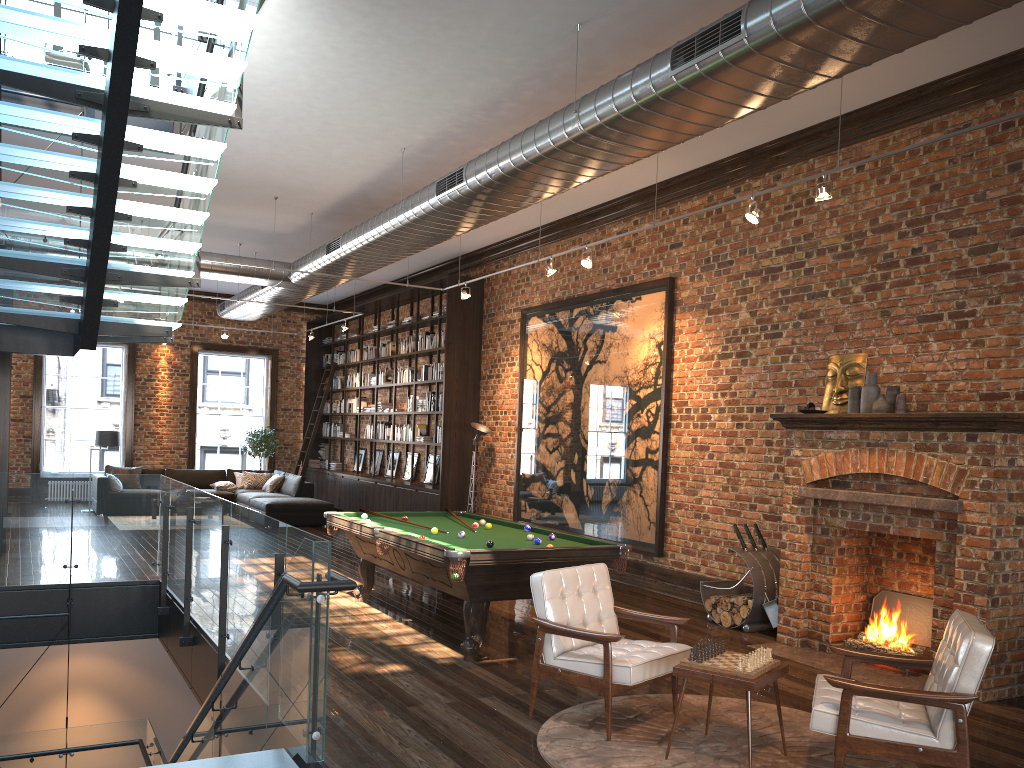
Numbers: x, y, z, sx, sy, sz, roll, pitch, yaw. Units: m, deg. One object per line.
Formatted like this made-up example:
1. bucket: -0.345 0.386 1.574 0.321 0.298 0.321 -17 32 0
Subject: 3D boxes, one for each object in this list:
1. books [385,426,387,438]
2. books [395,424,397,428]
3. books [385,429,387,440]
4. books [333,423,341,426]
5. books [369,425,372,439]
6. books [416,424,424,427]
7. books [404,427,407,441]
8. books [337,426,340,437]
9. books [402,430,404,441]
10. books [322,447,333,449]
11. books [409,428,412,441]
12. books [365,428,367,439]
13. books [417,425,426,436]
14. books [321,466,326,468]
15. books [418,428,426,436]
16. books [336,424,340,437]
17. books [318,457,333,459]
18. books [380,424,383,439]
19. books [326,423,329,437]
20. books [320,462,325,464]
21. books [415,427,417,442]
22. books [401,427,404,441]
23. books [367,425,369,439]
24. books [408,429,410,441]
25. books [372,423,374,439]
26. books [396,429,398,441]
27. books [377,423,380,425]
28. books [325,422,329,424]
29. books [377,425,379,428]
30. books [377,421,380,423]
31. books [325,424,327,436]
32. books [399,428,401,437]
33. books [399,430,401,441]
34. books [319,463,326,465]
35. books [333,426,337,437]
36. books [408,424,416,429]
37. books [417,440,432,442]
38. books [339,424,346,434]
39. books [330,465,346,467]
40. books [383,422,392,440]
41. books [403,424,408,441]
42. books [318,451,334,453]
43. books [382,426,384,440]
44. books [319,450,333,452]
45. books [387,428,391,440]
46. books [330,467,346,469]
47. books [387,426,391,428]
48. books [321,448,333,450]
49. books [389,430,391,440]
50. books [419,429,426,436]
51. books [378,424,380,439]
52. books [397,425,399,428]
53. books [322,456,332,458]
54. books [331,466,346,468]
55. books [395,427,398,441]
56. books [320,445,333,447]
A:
1. books: -2.260 0.904 16.396 0.171 0.259 0.013 2 1 -29
2. books: -2.101 0.882 16.133 0.132 0.291 0.016 2 1 -29
3. books: -2.239 0.929 16.356 0.191 0.205 0.025 3 1 -29
4. books: -3.773 0.991 19.114 0.165 0.304 0.013 2 1 -29
5. books: -2.662 0.930 17.099 0.190 0.260 0.027 2 1 -29
6. books: -1.579 0.840 15.201 0.149 0.301 0.013 2 1 -29
7. books: -1.790 0.881 15.542 0.191 0.246 0.031 2 1 -29
8. books: -3.635 1.018 18.885 0.164 0.232 0.026 2 1 -29
9. books: -1.868 0.910 15.675 0.165 0.197 0.027 3 1 -29
10. books: -4.089 1.407 19.638 0.184 0.030 0.264 4 -4 -24
11. books: -1.686 0.879 15.356 0.175 0.235 0.027 2 1 -29
12. books: -2.791 0.971 17.358 0.178 0.205 0.068 3 1 -29
13. books: -1.548 0.846 15.147 0.159 0.285 0.014 2 1 -29
14. books: -4.109 1.839 19.652 0.198 0.035 0.217 4 -4 -26
15. books: -1.538 0.873 15.127 0.141 0.229 0.032 2 1 -29
16. books: -3.683 0.996 18.995 0.159 0.285 0.014 2 1 -29
17. books: -4.119 1.639 19.637 0.250 0.020 0.317 4 -4 -29
18. books: -2.377 0.897 16.605 0.185 0.288 0.016 2 1 -29
19. books: -3.991 1.008 19.511 0.184 0.301 0.015 2 1 -29
20. books: -4.118 1.749 19.643 0.208 0.014 0.346 4 -4 -24
21. books: -1.590 0.865 15.166 0.176 0.246 0.038 2 1 -29
22. books: -1.887 0.891 15.716 0.166 0.238 0.034 2 1 -29
23. books: -2.722 0.927 17.217 0.180 0.275 0.013 2 1 -29
24. books: -1.720 0.895 15.419 0.183 0.207 0.028 3 1 -29
25. books: -2.587 0.905 16.982 0.184 0.301 0.016 2 1 -29
26. books: -1.987 0.914 15.917 0.170 0.209 0.028 3 1 -29
27. books: -2.532 0.897 16.904 0.170 0.312 0.038 2 1 -29
28. books: -4.082 1.007 19.699 0.158 0.319 0.013 2 1 -29
29. books: -2.491 0.913 16.853 0.154 0.277 0.013 2 1 -29
30. books: -2.545 0.885 16.926 0.144 0.338 0.013 2 1 -29
31. books: -4.053 1.030 19.621 0.177 0.266 0.026 2 1 -29
32. books: -1.921 0.903 15.771 0.174 0.218 0.027 2 1 -29
33. books: -1.911 0.919 15.743 0.175 0.184 0.034 3 1 -29
34. books: -4.129 1.774 19.638 0.241 0.023 0.262 4 -4 -25
35. books: -3.731 1.021 19.000 0.212 0.233 0.019 3 1 -29
36. books: -1.726 0.851 15.438 0.178 0.297 0.014 2 1 -29
37. books: -1.466 0.957 14.872 0.160 0.012 0.339 4 -4 -25
38. books: -3.597 0.992 18.838 0.129 0.283 0.030 2 1 -29
39. books: -3.692 1.739 18.832 0.229 0.008 0.330 4 -4 -32
40. books: -2.289 0.875 16.430 0.186 0.317 0.015 2 1 -29
41. books: -1.840 0.862 15.655 0.152 0.292 0.031 2 1 -29
42. books: -4.116 1.509 19.627 0.261 0.028 0.315 4 -4 -29
43. books: -2.310 0.909 16.458 0.187 0.251 0.050 2 1 -29
44. books: -4.114 1.486 19.627 0.241 0.019 0.228 5 -4 -34
45. books: -2.205 0.920 16.289 0.191 0.218 0.033 3 1 -29
46. books: -3.694 1.784 18.833 0.227 0.007 0.370 4 -4 -32
47. books: -2.211 0.901 16.312 0.176 0.257 0.014 2 1 -29
48. books: -4.091 1.442 19.638 0.204 0.020 0.317 4 -4 -28
49. books: -2.181 0.937 16.270 0.149 0.182 0.026 3 1 -29
50. books: -1.520 0.882 15.099 0.136 0.211 0.035 2 1 -29
51. books: -2.447 0.901 16.763 0.155 0.294 0.029 2 1 -29
52. books: -2.012 0.882 15.961 0.146 0.276 0.013 2 1 -29
53. books: -4.100 1.614 19.647 0.183 0.034 0.270 4 -4 -24
54. books: -3.687 1.762 18.836 0.227 0.007 0.368 4 -4 -28
55. books: -2.011 0.902 15.937 0.167 0.234 0.032 2 1 -29
56. books: -4.098 1.375 19.632 0.207 0.022 0.247 5 -4 -34
